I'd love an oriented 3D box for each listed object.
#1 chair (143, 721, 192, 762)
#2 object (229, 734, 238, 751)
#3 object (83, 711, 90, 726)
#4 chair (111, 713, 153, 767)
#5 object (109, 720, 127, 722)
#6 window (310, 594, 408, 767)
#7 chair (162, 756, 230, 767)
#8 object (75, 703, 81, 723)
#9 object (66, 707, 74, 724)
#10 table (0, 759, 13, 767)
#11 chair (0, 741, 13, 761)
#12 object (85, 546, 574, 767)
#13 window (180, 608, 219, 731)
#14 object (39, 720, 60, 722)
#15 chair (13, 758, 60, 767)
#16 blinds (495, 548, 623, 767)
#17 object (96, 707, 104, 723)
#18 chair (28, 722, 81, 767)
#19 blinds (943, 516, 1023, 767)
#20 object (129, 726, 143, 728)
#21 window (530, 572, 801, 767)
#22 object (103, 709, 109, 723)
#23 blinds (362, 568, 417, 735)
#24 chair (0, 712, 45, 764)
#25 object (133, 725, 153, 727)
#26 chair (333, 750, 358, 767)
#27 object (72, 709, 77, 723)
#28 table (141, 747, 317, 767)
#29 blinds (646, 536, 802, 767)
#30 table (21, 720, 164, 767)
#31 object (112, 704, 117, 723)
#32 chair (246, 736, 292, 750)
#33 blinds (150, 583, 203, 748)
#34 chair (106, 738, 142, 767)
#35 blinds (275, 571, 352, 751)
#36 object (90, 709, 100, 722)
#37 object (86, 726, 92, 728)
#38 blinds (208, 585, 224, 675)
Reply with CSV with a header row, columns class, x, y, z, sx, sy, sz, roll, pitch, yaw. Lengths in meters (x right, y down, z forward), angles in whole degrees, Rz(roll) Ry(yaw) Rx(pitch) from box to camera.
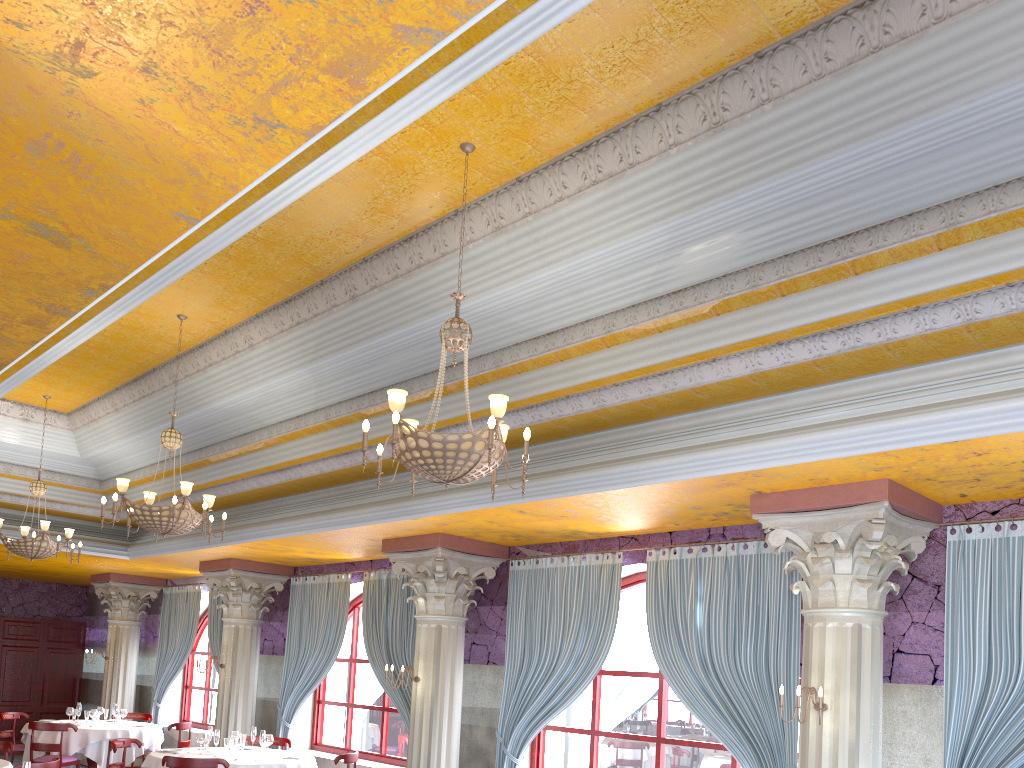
class,x,y,z,sx,sy,sz,roll,pitch,yaw
chair,-5.653,6.090,14.079,0.646,1.059,0.777,3,-9,1
object,-3.520,4.523,10.800,0.072,0.205,0.149,0,-9,25
object,-6.833,5.372,13.760,0.086,0.231,0.088,0,-6,25
chair,-6.876,6.438,15.305,0.748,1.060,0.669,3,-8,1
object,-6.858,5.852,14.876,0.319,0.023,0.323,-15,-26,43
window,-1.786,4.163,12.332,0.163,2.474,3.624,7,-13,-44
chair,-3.497,4.652,9.472,0.748,1.060,0.669,3,-8,1
object,-7.214,5.463,14.236,0.074,0.326,0.075,4,-5,-8
object,-7.225,5.415,13.989,0.124,0.257,0.124,7,-8,-30
table,-6.056,4.189,8.345,2.144,0.923,2.129,18,-22,-41
chair,-6.049,4.550,9.570,0.748,1.060,0.669,3,-8,1
object,-0.375,3.673,9.910,2.142,3.509,29.654,10,-18,-43
window,-5.146,5.120,15.701,0.163,2.474,3.624,7,-13,-44
object,-7.620,5.554,14.110,0.319,0.023,0.323,-15,-26,43
chair,-4.826,4.202,8.344,0.646,1.059,0.777,3,-9,1
blinds,0.418,3.539,9.180,0.248,3.423,1.723,7,-8,-42
object,-6.980,5.599,14.496,0.123,0.257,0.125,-2,-9,37
chair,-6.876,5.615,12.861,0.748,1.060,0.669,3,-8,1
blinds,3.768,2.585,5.821,0.248,3.422,1.772,7,-8,-42
object,-6.111,5.579,13.929,0.232,0.013,0.029,3,-16,0
window,1.578,3.204,8.959,0.163,2.474,3.624,7,-13,-44
object,-6.865,5.612,14.478,0.086,0.231,0.087,5,-6,-19
blinds,-1.558,4.103,11.162,1.720,3.423,0.249,-4,-8,44
chair,-8.099,5.963,14.088,0.646,1.059,0.777,3,-9,1
object,-6.089,5.636,14.113,0.319,0.023,0.323,-15,-26,43
chair,-2.274,5.127,10.690,0.646,1.059,0.777,3,-9,1
object,-7.208,5.468,14.104,0.086,0.231,0.088,0,-6,25
table,-3.504,5.114,10.692,2.144,0.923,2.129,18,-22,-41
blinds,1.837,3.135,7.758,1.720,3.423,0.249,-4,-8,44
table,-6.883,6.077,14.080,2.144,0.923,2.129,18,-22,-41
object,-6.733,5.574,14.489,0.074,0.326,0.075,4,-5,-8
chair,-3.497,5.475,11.917,0.748,1.060,0.669,3,-8,1
blinds,-6.295,5.452,15.912,0.248,3.423,1.723,7,-8,-42
chair,-4.720,5.001,10.699,0.646,1.059,0.777,3,-9,1
blinds,-2.977,4.507,12.585,0.248,3.423,1.723,7,-8,-42
object,-6.899,5.486,14.189,0.072,0.205,0.149,0,-9,25
object,-6.642,5.362,13.381,0.054,0.019,0.270,2,-19,5
blinds,-4.876,5.048,14.490,1.720,3.423,0.249,-4,-8,44
